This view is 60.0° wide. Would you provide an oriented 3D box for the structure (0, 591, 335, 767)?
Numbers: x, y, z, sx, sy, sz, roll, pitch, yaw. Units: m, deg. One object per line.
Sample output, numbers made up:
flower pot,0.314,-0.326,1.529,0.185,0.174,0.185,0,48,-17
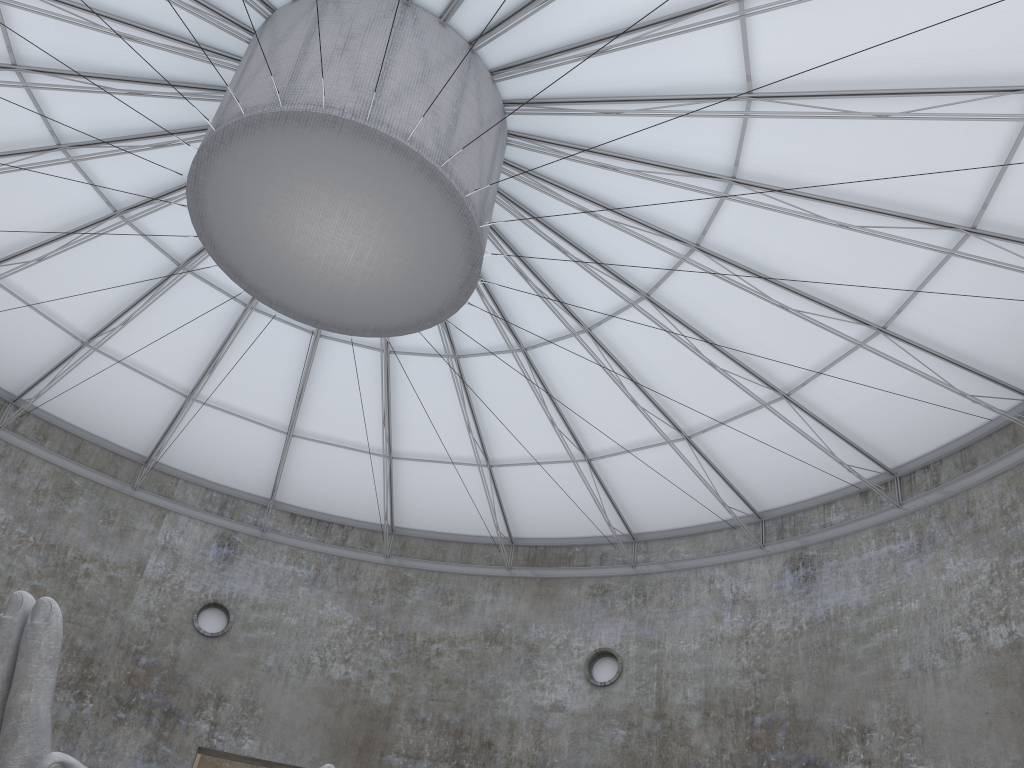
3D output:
structure,-3.420,7.569,13.872,15.510,5.555,11.106,-11,-39,25
